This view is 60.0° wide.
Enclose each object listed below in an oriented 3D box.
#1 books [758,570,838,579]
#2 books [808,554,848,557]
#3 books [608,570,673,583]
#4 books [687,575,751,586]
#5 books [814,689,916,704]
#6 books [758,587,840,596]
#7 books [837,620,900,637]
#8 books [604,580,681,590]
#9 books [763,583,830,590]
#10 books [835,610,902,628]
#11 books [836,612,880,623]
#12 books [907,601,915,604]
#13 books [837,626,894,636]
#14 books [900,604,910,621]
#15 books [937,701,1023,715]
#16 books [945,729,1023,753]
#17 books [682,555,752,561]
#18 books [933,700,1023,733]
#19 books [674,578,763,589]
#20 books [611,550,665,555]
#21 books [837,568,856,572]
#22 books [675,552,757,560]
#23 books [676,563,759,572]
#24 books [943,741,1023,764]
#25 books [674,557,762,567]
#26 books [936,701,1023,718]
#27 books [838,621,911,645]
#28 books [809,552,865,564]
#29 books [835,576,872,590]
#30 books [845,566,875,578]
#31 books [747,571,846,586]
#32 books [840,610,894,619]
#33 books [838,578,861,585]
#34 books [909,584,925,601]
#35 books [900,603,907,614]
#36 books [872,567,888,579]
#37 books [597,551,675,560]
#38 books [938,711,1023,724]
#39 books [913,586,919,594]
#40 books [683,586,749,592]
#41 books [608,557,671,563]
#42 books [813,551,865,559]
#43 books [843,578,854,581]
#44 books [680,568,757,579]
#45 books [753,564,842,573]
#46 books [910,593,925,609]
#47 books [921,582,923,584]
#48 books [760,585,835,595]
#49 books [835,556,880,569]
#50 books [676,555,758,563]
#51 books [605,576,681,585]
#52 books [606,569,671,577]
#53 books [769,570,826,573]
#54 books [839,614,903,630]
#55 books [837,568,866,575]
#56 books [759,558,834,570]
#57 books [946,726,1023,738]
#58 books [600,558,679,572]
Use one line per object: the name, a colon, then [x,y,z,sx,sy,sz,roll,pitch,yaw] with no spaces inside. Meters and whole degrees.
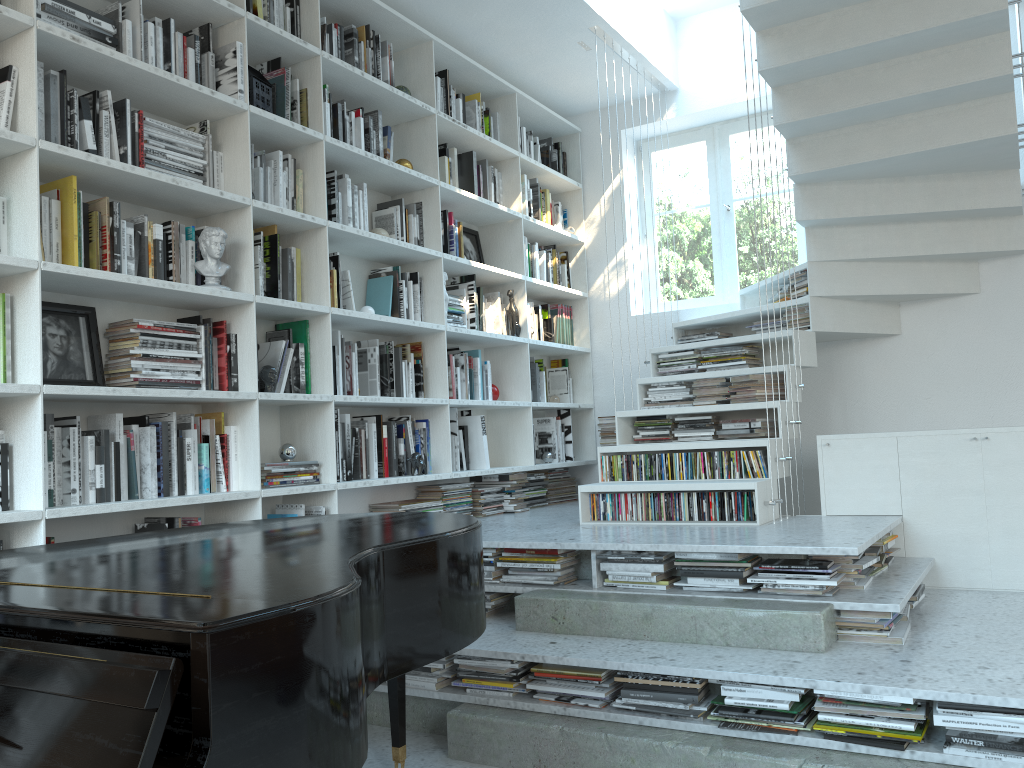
books: [0.999,0.660,3.096,0.242,0.012,0.137,-5,-5,31]
books: [1.172,0.605,3.237,0.129,0.016,0.261,-5,-4,29]
books: [0.490,0.727,3.374,0.192,0.024,0.167,-5,-5,31]
books: [0.756,0.704,3.225,0.189,0.028,0.155,-5,-5,31]
books: [0.999,0.847,2.479,0.257,0.016,0.182,-5,-5,33]
books: [1.001,0.718,3.092,0.250,0.009,0.144,-5,-5,30]
books: [1.197,0.814,2.979,0.164,0.006,0.264,-5,-5,31]
books: [0.496,0.760,3.379,0.262,0.016,0.132,-5,-5,35]
books: [0.995,0.692,3.085,0.208,0.015,0.152,-5,-4,27]
books: [1.197,0.780,2.980,0.159,0.012,0.292,-5,-5,33]
books: [1.186,0.770,2.987,0.132,0.010,0.257,-5,-5,34]
books: [1.490,0.831,3.466,0.161,0.005,0.254,-5,-4,26]
books: [1.196,0.807,2.980,0.159,0.008,0.285,-5,-4,28]
books: [1.350,0.826,3.218,0.169,0.019,0.232,-5,-4,25]
books: [1.257,0.827,2.319,0.256,0.014,0.192,-5,-4,26]
books: [1.262,0.913,2.316,0.205,0.017,0.187,-5,-5,35]
books: [0.746,0.625,3.219,0.208,0.008,0.170,-5,-5,33]
books: [1.266,0.873,2.329,0.287,0.027,0.156,-5,-4,25]
books: [0.754,0.721,3.219,0.292,0.007,0.154,-5,-5,33]
books: [0.491,0.634,3.389,0.181,0.014,0.134,-5,-5,35]
books: [1.189,0.658,3.226,0.153,0.009,0.260,-5,-5,33]
books: [0.739,0.610,3.208,0.238,0.022,0.189,-5,-5,35]
books: [0.746,0.659,3.215,0.250,0.009,0.187,-5,-5,30]
books: [1.267,0.945,2.320,0.230,0.017,0.184,-5,-5,32]
books: [0.747,0.642,3.218,0.281,0.013,0.168,-5,-4,27]
books: [1.261,0.839,2.325,0.266,0.010,0.176,-5,-4,26]
books: [1.214,0.827,2.968,0.200,0.023,0.262,-5,-4,28]
books: [1.184,0.630,3.230,0.154,0.018,0.221,-5,-5,31]
books: [1.200,0.718,3.218,0.177,0.015,0.216,-5,-4,28]
books: [1.201,0.680,3.218,0.189,0.013,0.215,-5,-4,29]
books: [0.987,0.672,3.074,0.297,0.014,0.185,-5,-4,29]
books: [1.197,0.751,2.981,0.157,0.025,0.234,-5,-4,25]
books: [1.187,0.705,3.226,0.148,0.013,0.227,-5,-4,28]
books: [1.496,0.810,3.463,0.190,0.018,0.287,-5,-4,29]
books: [1.340,0.811,3.225,0.158,0.012,0.272,-5,-4,28]
books: [1.344,0.731,3.457,0.174,0.007,0.291,-5,-5,33]
books: [0.476,0.647,3.362,0.256,0.014,0.192,-5,-4,26]
books: [1.265,0.852,2.330,0.243,0.015,0.165,-5,-5,34]
books: [1.484,0.797,3.462,0.176,0.009,0.275,-5,-5,30]
books: [0.756,0.735,3.222,0.231,0.020,0.142,-5,-5,35]
books: [0.489,0.663,3.381,0.208,0.017,0.145,-5,-4,25]
books: [1.190,0.616,3.226,0.159,0.009,0.228,-5,-4,26]
books: [1.181,0.694,3.229,0.131,0.012,0.207,-5,-4,26]
books: [0.750,0.676,3.218,0.230,0.026,0.177,-5,-5,30]
books: [0.995,0.639,3.093,0.269,0.009,0.132,-5,-5,34]
books: [1.495,0.842,3.463,0.177,0.018,0.250,-5,-5,33]
books: [1.615,0.846,3.701,0.151,0.017,0.234,-5,-5,31]
books: [0.992,0.706,3.079,0.212,0.014,0.161,-5,-5,34]
books: [1.207,0.644,3.216,0.190,0.015,0.230,-5,-5,35]
books: [0.747,0.633,3.219,0.260,0.007,0.171,-5,-4,28]
books: [0.500,0.746,3.388,0.258,0.013,0.136,-5,-5,30]
books: [0.483,0.707,3.365,0.187,0.015,0.178,-5,-5,35]
books: [1.009,0.650,3.116,0.190,0.011,0.091,-5,-4,28]
books: [1.201,0.792,2.977,0.168,0.012,0.210,-5,-5,34]
books: [1.192,0.668,3.224,0.168,0.012,0.210,-5,-5,31]
books: [0.993,0.627,3.091,0.228,0.014,0.149,-5,-4,28]
books: [1.277,0.896,2.345,0.224,0.019,0.137,-5,-5,31]
books: [0.485,0.685,3.371,0.250,0.029,0.174,-5,-4,28]
